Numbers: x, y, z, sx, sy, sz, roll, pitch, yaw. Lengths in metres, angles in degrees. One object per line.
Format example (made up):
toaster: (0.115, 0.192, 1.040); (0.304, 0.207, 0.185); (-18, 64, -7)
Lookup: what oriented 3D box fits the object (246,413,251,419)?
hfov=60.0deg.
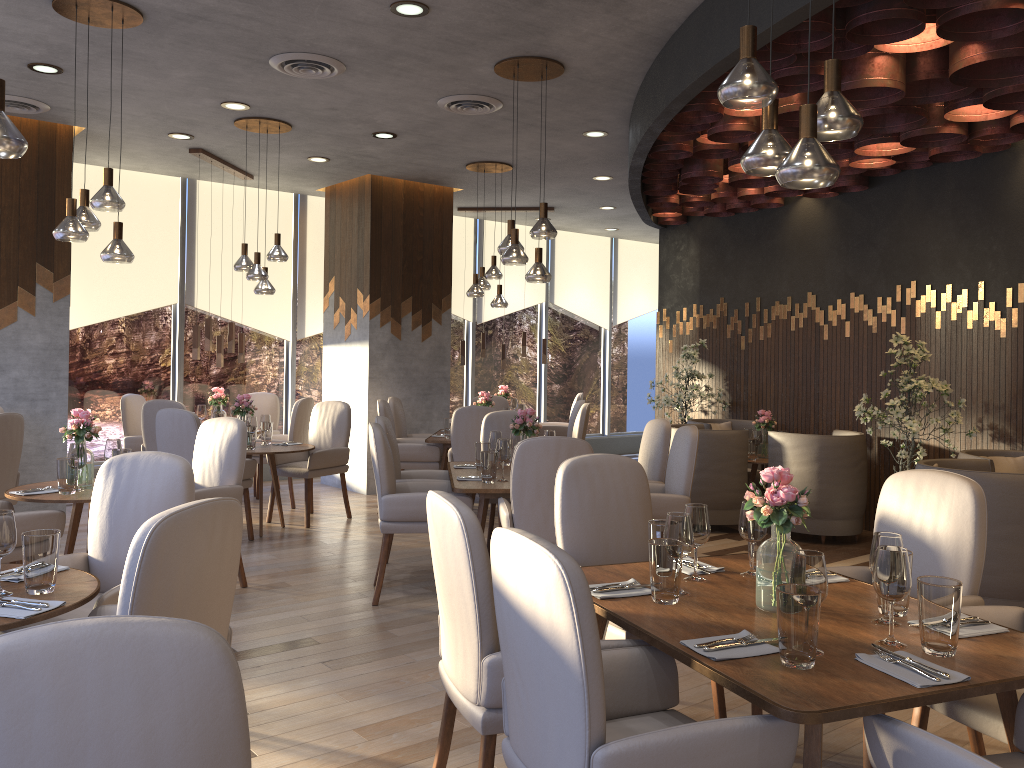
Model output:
object: (-2.537, 0.355, 8.482); (0.102, 0.178, 0.102); (1, 0, -36)

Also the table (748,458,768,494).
table: (2.184, 0.919, 7.677); (0.834, 0.562, 0.833); (2, 1, 44)

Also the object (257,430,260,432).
object: (-2.510, 0.439, 8.318); (0.255, 0.019, 0.157); (1, 2, 8)

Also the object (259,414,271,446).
object: (-1.973, 0.367, 7.089); (0.092, 0.244, 0.092); (1, 0, 7)

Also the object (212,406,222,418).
object: (-2.745, 0.325, 8.237); (0.092, 0.244, 0.092); (1, 0, 25)

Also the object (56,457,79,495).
object: (-2.245, 0.465, 4.477); (0.102, 0.178, 0.102); (1, 0, 0)

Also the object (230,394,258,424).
object: (-2.119, 0.283, 6.977); (0.210, 0.416, 0.198); (1, 0, 9)

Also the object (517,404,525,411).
object: (0.110, 0.335, 10.762); (0.102, 0.178, 0.102); (1, 0, 36)

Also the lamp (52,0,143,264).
lamp: (-2.207, -1.320, 4.704); (0.439, 1.326, 0.439); (1, 0, -37)

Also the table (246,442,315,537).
table: (-1.975, 0.824, 6.948); (0.834, 0.662, 0.834); (1, 1, 26)

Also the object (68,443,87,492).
object: (-2.250, 0.430, 4.586); (0.092, 0.244, 0.092); (1, 0, 37)

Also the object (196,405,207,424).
object: (-2.922, 0.320, 8.339); (0.092, 0.244, 0.092); (1, 0, 29)

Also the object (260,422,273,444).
object: (-1.993, 0.397, 7.197); (0.102, 0.178, 0.102); (1, 0, 43)

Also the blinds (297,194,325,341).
blinds: (-1.939, -1.830, 10.335); (1.173, 2.681, 0.007); (1, 0, -39)

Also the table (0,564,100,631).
table: (-1.654, 0.946, 2.559); (0.833, 0.662, 0.834); (0, 1, -40)

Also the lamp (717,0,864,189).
lamp: (0.812, -1.218, 2.580); (0.439, 1.326, 0.439); (1, 0, 0)

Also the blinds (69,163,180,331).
blinds: (-3.881, -1.807, 8.770); (1.173, 2.681, 0.007); (1, 0, -39)

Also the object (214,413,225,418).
object: (-2.689, 0.361, 8.143); (0.102, 0.178, 0.102); (1, 0, 32)

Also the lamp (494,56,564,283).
lamp: (0.097, -1.307, 5.527); (0.439, 1.326, 0.439); (1, 0, -34)

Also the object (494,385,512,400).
object: (-0.097, 0.219, 10.535); (0.210, 0.416, 0.198); (1, 0, 29)

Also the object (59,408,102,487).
object: (-2.320, 0.338, 4.776); (0.210, 0.416, 0.198); (1, 0, 24)

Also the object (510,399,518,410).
object: (0.024, 0.302, 10.696); (0.092, 0.244, 0.092); (1, 0, 42)

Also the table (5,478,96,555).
table: (-2.211, 0.881, 4.692); (0.834, 0.662, 0.834); (1, 1, 11)

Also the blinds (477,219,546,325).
blinds: (0.021, -2.113, 11.911); (1.173, 2.681, 0.007); (1, 0, -39)

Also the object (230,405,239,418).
object: (-2.632, 0.322, 8.429); (0.092, 0.244, 0.092); (1, 0, 10)

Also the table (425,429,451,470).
table: (-0.264, 0.812, 8.317); (0.964, 0.666, 1.307); (1, 1, 2)

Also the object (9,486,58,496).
object: (-2.406, 0.541, 4.525); (0.157, 0.019, 0.255); (2, 2, 34)

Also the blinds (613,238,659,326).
blinds: (1.966, -2.191, 13.477); (1.173, 2.681, 0.007); (1, 0, -39)

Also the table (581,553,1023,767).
table: (0.762, 0.981, 2.554); (0.964, 0.666, 1.307); (1, 1, -22)

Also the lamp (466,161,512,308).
lamp: (-0.225, -1.387, 8.354); (0.439, 1.326, 0.439); (1, 0, 36)

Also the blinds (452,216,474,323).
blinds: (-0.950, -2.130, 11.129); (1.173, 2.681, 0.007); (1, 0, -39)

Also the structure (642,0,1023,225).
structure: (2.401, -1.785, 4.822); (2.754, 0.557, 9.456); (1, 2, -9)

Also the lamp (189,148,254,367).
lamp: (-2.746, -1.125, 8.385); (0.118, 1.931, 1.161); (1, 0, 6)

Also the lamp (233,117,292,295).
lamp: (-1.968, -1.377, 6.972); (0.439, 1.326, 0.439); (1, 0, -32)

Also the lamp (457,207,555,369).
lamp: (-0.088, -1.144, 10.632); (1.161, 1.932, 0.118); (1, 0, 6)

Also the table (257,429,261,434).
table: (-2.781, 0.774, 8.379); (0.833, 0.662, 0.834); (1, 1, -19)

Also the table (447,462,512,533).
table: (0.089, 0.892, 5.513); (0.964, 0.666, 1.307); (1, 1, -5)

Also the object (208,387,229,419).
object: (-2.786, 0.235, 8.410); (0.210, 0.416, 0.198); (1, 0, -26)

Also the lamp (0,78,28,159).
lamp: (-1.629, -1.255, 2.564); (0.439, 1.326, 0.439); (1, 0, 44)

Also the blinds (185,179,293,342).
blinds: (-2.910, -1.806, 9.552); (1.173, 2.681, 0.007); (1, 0, -39)

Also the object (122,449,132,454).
object: (-2.177, 0.454, 4.942); (0.102, 0.178, 0.102); (1, 0, -18)

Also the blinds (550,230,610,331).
blinds: (0.993, -2.119, 12.694); (1.173, 2.681, 0.007); (1, 0, -39)

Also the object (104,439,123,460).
object: (-2.174, 0.424, 4.833); (0.092, 0.244, 0.092); (1, 0, 16)
